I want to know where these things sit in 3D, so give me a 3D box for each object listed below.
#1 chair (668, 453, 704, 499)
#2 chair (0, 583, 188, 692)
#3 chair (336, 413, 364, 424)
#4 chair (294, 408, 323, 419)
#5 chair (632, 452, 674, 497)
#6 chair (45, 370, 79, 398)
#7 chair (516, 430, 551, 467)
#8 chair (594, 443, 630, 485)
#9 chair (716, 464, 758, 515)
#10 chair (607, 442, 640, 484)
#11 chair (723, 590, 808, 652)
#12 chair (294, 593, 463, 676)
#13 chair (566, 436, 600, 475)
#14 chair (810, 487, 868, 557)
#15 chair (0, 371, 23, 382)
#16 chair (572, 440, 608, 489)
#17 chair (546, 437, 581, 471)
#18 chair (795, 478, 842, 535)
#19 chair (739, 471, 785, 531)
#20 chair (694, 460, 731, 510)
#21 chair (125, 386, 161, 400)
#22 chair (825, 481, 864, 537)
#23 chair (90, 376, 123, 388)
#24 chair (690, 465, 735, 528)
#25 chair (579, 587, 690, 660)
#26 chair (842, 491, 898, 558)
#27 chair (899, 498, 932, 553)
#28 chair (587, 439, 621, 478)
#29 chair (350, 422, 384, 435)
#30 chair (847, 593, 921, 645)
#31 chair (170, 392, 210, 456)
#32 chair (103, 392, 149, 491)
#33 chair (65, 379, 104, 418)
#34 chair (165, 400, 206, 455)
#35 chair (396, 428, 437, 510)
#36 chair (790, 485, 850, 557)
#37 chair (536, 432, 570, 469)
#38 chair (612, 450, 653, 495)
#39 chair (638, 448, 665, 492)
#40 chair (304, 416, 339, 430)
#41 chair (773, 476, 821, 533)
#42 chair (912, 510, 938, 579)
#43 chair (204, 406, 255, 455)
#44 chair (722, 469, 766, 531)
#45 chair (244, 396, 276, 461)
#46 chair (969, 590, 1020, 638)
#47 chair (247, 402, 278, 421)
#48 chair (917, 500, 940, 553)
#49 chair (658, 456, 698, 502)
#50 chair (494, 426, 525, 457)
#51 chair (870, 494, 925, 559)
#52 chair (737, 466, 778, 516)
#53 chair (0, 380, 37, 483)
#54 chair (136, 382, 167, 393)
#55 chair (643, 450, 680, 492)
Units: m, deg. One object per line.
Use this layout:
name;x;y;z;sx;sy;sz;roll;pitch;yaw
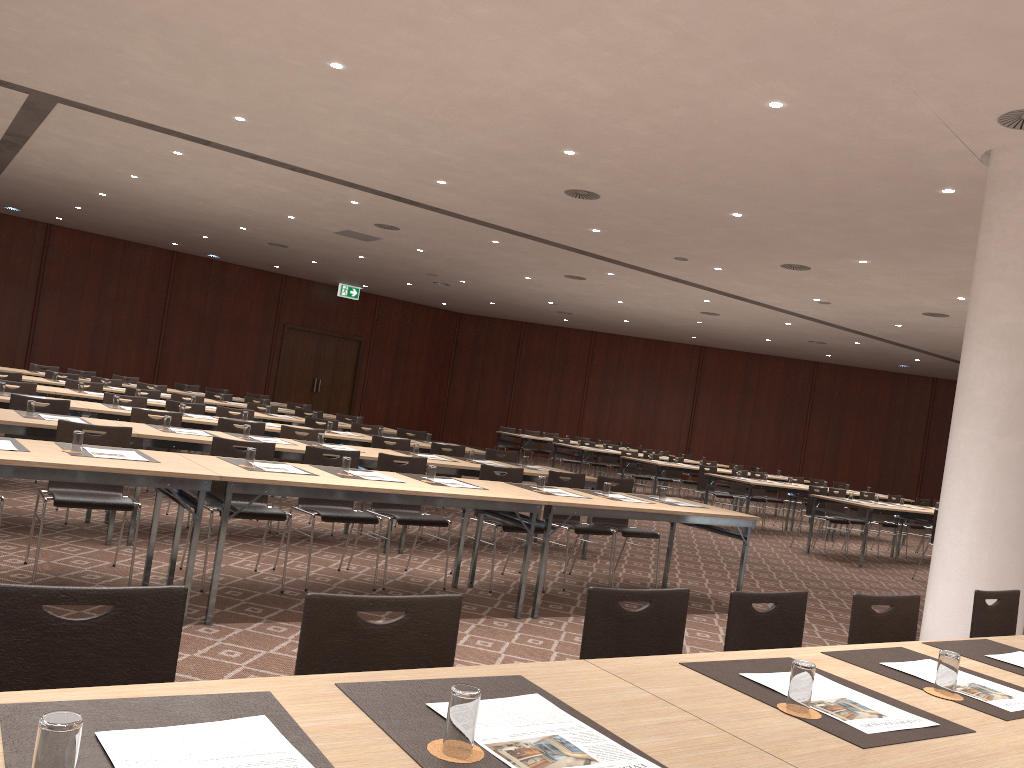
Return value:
chair;3.972;2.058;19.921;0.536;0.939;0.613;9;-1;-36
chair;-0.896;0.901;1.745;0.536;0.939;0.613;9;-1;-32
chair;-2.367;0.931;12.952;0.536;0.939;0.613;9;-1;-34
chair;-2.887;0.844;12.624;0.536;0.939;0.613;9;-1;-36
chair;2.666;1.784;16.615;0.536;0.939;0.613;9;-1;-37
chair;-6.379;0.307;12.488;0.536;0.939;0.613;9;-1;-33
chair;0.499;1.526;19.842;0.536;0.939;0.613;9;-1;-37
chair;2.117;1.745;18.599;0.536;0.939;0.613;9;-1;-33
chair;4.584;2.105;17.857;0.536;0.939;0.613;9;-1;-35
chair;2.773;1.913;21.589;0.536;0.939;0.613;9;-1;-36
chair;0.946;1.212;3.016;0.536;0.939;0.613;9;-1;-36
chair;-0.292;1.001;2.082;0.536;0.939;0.613;9;-1;-33
chair;1.696;1.731;20.822;0.536;0.939;0.613;9;-1;-32
chair;4.990;2.065;13.374;0.536;0.939;0.613;9;-1;-34
chair;-6.012;0.314;10.353;0.536;0.939;0.613;9;-1;-34
chair;1.604;1.657;18.180;0.536;0.939;0.613;9;-1;-38
chair;1.040;1.564;17.905;0.536;0.939;0.613;9;-1;-34
chair;5.702;2.242;16.332;0.536;0.939;0.613;9;-1;-33
chair;4.343;2.012;15.362;0.536;0.939;0.613;9;-1;-33
chair;3.968;2.004;17.544;0.536;0.939;0.613;9;-1;-35
chair;-4.699;0.535;11.237;0.536;0.939;0.613;9;-1;-35
chair;6.207;2.324;16.565;0.536;0.939;0.613;9;-1;-36
chair;-5.909;0.387;12.875;0.536;0.939;0.613;9;-1;-38
chair;3.295;1.834;14.615;0.536;0.939;0.613;9;-1;-35
chair;0.434;1.126;2.693;0.536;0.939;0.613;9;-1;-34
chair;5.590;2.165;13.728;0.536;0.939;0.613;9;-1;-38
chair;6.846;2.376;14.571;0.536;0.939;0.613;9;-1;-36
chair;2.249;1.823;21.141;0.536;0.939;0.613;9;-1;-37
chair;-1.780;0.974;10.921;0.536;0.939;0.613;9;-1;-33
chair;1.504;1.305;3.362;0.536;0.939;0.613;9;-1;-33
chair;-4.258;0.611;11.603;0.536;0.939;0.613;9;-1;-37
chair;-4.062;0.587;9.242;0.536;0.939;0.613;9;-1;-34
chair;-5.295;0.436;10.906;0.536;0.939;0.613;9;-1;-35
chair;-3.564;0.673;9.649;0.536;0.939;0.613;9;-1;-37
chair;-1.256;1.062;11.243;0.536;0.939;0.613;9;-1;-34
chair;4.537;1.986;12.925;0.536;0.939;0.613;9;-1;-33
chair;0.952;1.605;20.291;0.536;0.939;0.613;9;-1;-38
chair;2.197;1.701;16.154;0.536;0.939;0.613;9;-1;-36
chair;2.923;1.880;19.121;0.536;0.939;0.613;9;-1;-34
chair;-2.273;0.892;10.612;0.536;0.939;0.613;9;-1;-37
chair;5.154;2.147;15.866;0.536;0.939;0.613;9;-1;-33
chair;5.637;2.119;11.387;0.536;0.939;0.613;9;-1;-32
chair;-3.126;0.747;9.961;0.536;0.939;0.613;9;-1;-33
chair;3.903;1.934;14.922;0.536;0.939;0.613;9;-1;-38
chair;-4.062;0.698;14.140;0.536;0.939;0.613;9;-1;-37
chair;2.311;1.443;4.032;0.536;0.939;0.613;9;-1;-36
chair;-3.428;0.750;12.143;0.536;0.939;0.613;9;-1;-33
chair;7.327;2.459;14.967;0.536;0.939;0.613;9;-1;-37
chair;3.197;1.872;16.920;0.536;0.939;0.613;9;-1;-38
chair;-0.070;1.430;19.488;0.536;0.939;0.613;9;-1;-34
chair;6.266;2.281;14.284;0.536;0.939;0.613;9;-1;-37
chair;5.113;2.196;18.286;0.536;0.939;0.613;9;-1;-33
chair;-4.944;0.440;8.708;0.536;0.939;0.613;9;-1;-38
chair;-5.419;0.471;13.267;0.536;0.939;0.613;9;-1;-32
chair;3.361;1.957;19.560;0.536;0.939;0.613;9;-1;-33
